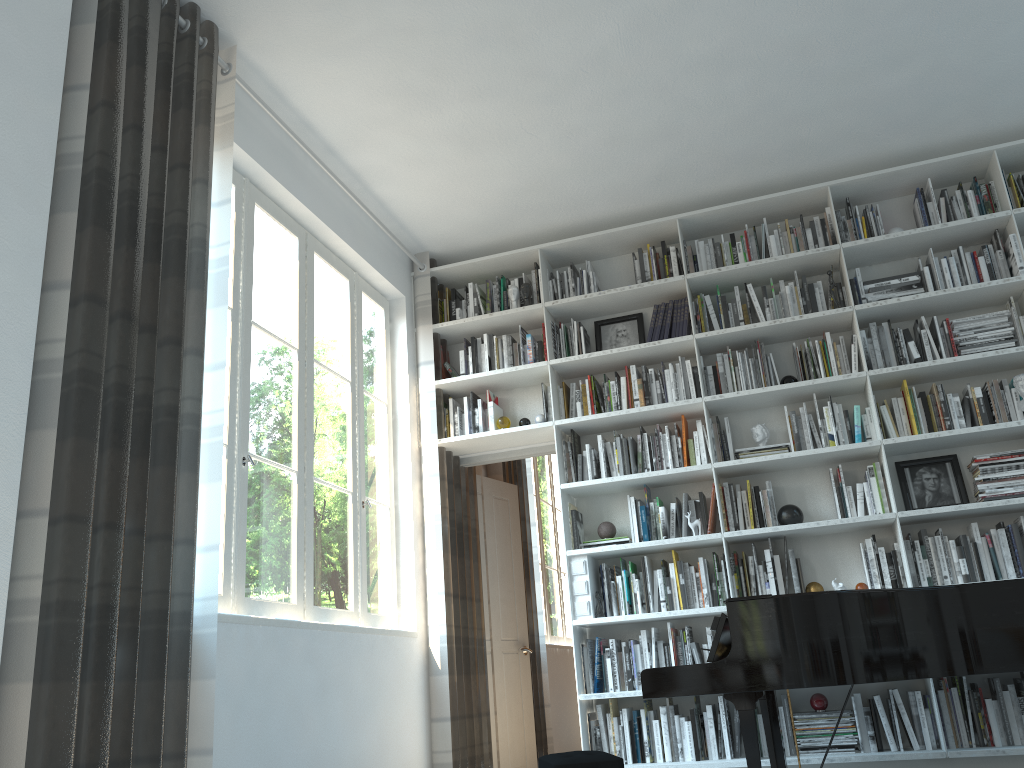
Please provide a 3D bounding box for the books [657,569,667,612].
[{"bbox_3d":[0.819,1.121,4.771,0.027,0.229,0.159,-10,-19,16],"label":"books"}]

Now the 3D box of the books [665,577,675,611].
[{"bbox_3d":[0.857,1.134,4.742,0.029,0.181,0.190,-10,-20,16],"label":"books"}]

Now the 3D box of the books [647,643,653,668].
[{"bbox_3d":[0.747,1.493,4.695,0.012,0.232,0.149,-10,-19,16],"label":"books"}]

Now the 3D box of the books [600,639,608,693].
[{"bbox_3d":[0.507,1.515,4.770,0.010,0.272,0.150,-10,-19,16],"label":"books"}]

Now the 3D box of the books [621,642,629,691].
[{"bbox_3d":[0.622,1.510,4.743,0.022,0.247,0.134,-10,-19,16],"label":"books"}]

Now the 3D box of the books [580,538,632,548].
[{"bbox_3d":[0.537,0.891,4.944,0.285,0.012,0.160,-11,-20,20],"label":"books"}]

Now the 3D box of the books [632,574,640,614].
[{"bbox_3d":[0.685,1.146,4.799,0.015,0.218,0.190,-10,-19,16],"label":"books"}]

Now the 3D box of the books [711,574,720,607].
[{"bbox_3d":[1.079,1.102,4.696,0.041,0.181,0.142,-10,-19,16],"label":"books"}]

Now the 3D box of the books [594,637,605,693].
[{"bbox_3d":[0.470,1.509,4.762,0.052,0.282,0.173,-10,-19,16],"label":"books"}]

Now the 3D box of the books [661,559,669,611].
[{"bbox_3d":[0.836,1.093,4.772,0.014,0.281,0.150,-10,-19,16],"label":"books"}]

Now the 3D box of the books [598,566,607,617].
[{"bbox_3d":[0.512,1.153,4.882,0.008,0.284,0.160,-10,-19,16],"label":"books"}]

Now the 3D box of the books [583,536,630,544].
[{"bbox_3d":[0.538,0.882,4.954,0.254,0.012,0.161,-10,-20,17],"label":"books"}]

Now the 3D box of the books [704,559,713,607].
[{"bbox_3d":[1.051,1.069,4.716,0.013,0.259,0.143,-10,-19,16],"label":"books"}]

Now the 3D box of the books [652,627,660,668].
[{"bbox_3d":[0.762,1.448,4.681,0.039,0.306,0.173,-10,-19,16],"label":"books"}]

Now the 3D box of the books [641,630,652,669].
[{"bbox_3d":[0.726,1.464,4.709,0.027,0.298,0.142,-10,-19,16],"label":"books"}]

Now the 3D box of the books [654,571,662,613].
[{"bbox_3d":[0.790,1.132,4.796,0.045,0.229,0.138,-10,-19,16],"label":"books"}]

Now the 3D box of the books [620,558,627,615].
[{"bbox_3d":[0.623,1.115,4.842,0.006,0.314,0.146,-10,-19,16],"label":"books"}]

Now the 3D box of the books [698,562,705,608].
[{"bbox_3d":[1.020,1.081,4.722,0.010,0.245,0.160,-10,-19,16],"label":"books"}]

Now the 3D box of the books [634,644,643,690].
[{"bbox_3d":[0.686,1.500,4.698,0.028,0.228,0.158,-10,-19,16],"label":"books"}]

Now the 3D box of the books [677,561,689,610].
[{"bbox_3d":[0.923,1.085,4.734,0.028,0.259,0.181,-10,-19,16],"label":"books"}]

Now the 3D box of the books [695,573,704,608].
[{"bbox_3d":[1.007,1.109,4.722,0.023,0.193,0.140,-10,-19,16],"label":"books"}]

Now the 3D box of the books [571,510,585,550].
[{"bbox_3d":[0.376,0.844,5.014,0.028,0.242,0.157,-10,-19,16],"label":"books"}]

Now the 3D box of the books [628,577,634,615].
[{"bbox_3d":[0.664,1.163,4.830,0.016,0.210,0.146,-10,-19,16],"label":"books"}]

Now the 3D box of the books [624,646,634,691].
[{"bbox_3d":[0.635,1.508,4.702,0.028,0.222,0.189,-10,-19,16],"label":"books"}]

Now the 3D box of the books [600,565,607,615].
[{"bbox_3d":[0.522,1.149,4.878,0.016,0.288,0.153,-10,-19,16],"label":"books"}]

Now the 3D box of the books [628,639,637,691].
[{"bbox_3d":[0.654,1.490,4.703,0.013,0.256,0.190,-10,-19,16],"label":"books"}]

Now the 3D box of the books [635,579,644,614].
[{"bbox_3d":[0.700,1.157,4.786,0.016,0.188,0.184,-10,-20,16],"label":"books"}]

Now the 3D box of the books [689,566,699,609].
[{"bbox_3d":[0.982,1.096,4.732,0.025,0.228,0.153,-10,-19,16],"label":"books"}]

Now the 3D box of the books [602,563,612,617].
[{"bbox_3d":[0.534,1.142,4.868,0.014,0.293,0.172,-10,-19,16],"label":"books"}]

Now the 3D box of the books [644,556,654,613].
[{"bbox_3d":[0.755,1.095,4.799,0.012,0.305,0.190,-10,-19,16],"label":"books"}]

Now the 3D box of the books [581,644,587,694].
[{"bbox_3d":[0.410,1.541,4.796,0.012,0.253,0.161,-10,-19,16],"label":"books"}]

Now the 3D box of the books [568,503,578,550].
[{"bbox_3d":[0.358,0.830,5.036,0.012,0.284,0.160,-10,-19,16],"label":"books"}]

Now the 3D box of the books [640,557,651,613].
[{"bbox_3d":[0.736,1.097,4.792,0.019,0.299,0.180,-10,-19,16],"label":"books"}]

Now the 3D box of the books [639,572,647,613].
[{"bbox_3d":[0.725,1.144,4.819,0.016,0.230,0.136,-10,-19,16],"label":"books"}]

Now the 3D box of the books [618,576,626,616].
[{"bbox_3d":[0.614,1.160,4.821,0.015,0.216,0.180,-10,-19,16],"label":"books"}]

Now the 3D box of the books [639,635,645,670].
[{"bbox_3d":[0.710,1.481,4.717,0.013,0.272,0.146,-10,-19,16],"label":"books"}]

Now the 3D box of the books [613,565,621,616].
[{"bbox_3d":[0.589,1.137,4.844,0.008,0.278,0.165,-10,-19,16],"label":"books"}]

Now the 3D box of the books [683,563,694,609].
[{"bbox_3d":[0.952,1.087,4.729,0.028,0.248,0.159,-10,-19,16],"label":"books"}]

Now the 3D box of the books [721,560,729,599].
[{"bbox_3d":[1.132,1.060,4.676,0.010,0.239,0.175,-10,-19,16],"label":"books"}]

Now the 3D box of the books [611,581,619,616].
[{"bbox_3d":[0.573,1.176,4.814,0.019,0.188,0.194,-10,-20,16],"label":"books"}]

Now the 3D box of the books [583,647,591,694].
[{"bbox_3d":[0.426,1.541,4.776,0.029,0.238,0.155,-10,-19,16],"label":"books"}]

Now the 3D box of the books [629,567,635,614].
[{"bbox_3d":[0.670,1.127,4.829,0.009,0.277,0.158,-10,-19,16],"label":"books"}]

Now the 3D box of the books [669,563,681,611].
[{"bbox_3d":[0.883,1.098,4.756,0.026,0.253,0.177,-10,-19,16],"label":"books"}]

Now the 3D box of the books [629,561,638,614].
[{"bbox_3d":[0.670,1.115,4.807,0.007,0.285,0.183,-10,-19,16],"label":"books"}]

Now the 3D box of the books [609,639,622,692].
[{"bbox_3d":[0.565,1.503,4.737,0.029,0.265,0.172,-10,-19,16],"label":"books"}]

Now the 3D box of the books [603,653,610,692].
[{"bbox_3d":[0.526,1.548,4.754,0.024,0.197,0.148,-10,-19,16],"label":"books"}]

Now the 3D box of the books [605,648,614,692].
[{"bbox_3d":[0.540,1.527,4.731,0.022,0.220,0.188,-10,-19,16],"label":"books"}]

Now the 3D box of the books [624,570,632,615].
[{"bbox_3d":[0.641,1.140,4.810,0.009,0.243,0.185,-10,-19,16],"label":"books"}]

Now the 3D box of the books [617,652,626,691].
[{"bbox_3d":[0.600,1.536,4.738,0.025,0.199,0.137,-10,-19,16],"label":"books"}]

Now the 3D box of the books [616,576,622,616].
[{"bbox_3d":[0.604,1.166,4.837,0.015,0.217,0.177,-10,-19,16],"label":"books"}]

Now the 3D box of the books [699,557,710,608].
[{"bbox_3d":[1.029,1.064,4.705,0.021,0.264,0.186,-10,-19,16],"label":"books"}]

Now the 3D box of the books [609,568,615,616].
[{"bbox_3d":[0.563,1.147,4.844,0.007,0.263,0.177,-10,-19,16],"label":"books"}]

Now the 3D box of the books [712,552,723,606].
[{"bbox_3d":[1.095,1.042,4.687,0.014,0.285,0.180,-10,-19,16],"label":"books"}]

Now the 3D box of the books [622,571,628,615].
[{"bbox_3d":[0.635,1.147,4.826,0.014,0.242,0.171,-10,-19,16],"label":"books"}]

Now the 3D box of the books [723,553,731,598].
[{"bbox_3d":[1.154,1.045,4.698,0.024,0.279,0.136,-10,-19,16],"label":"books"}]

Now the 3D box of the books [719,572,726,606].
[{"bbox_3d":[1.127,1.096,4.696,0.023,0.186,0.130,-10,-19,16],"label":"books"}]

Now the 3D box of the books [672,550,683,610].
[{"bbox_3d":[0.900,1.062,4.758,0.021,0.321,0.172,-10,-19,16],"label":"books"}]

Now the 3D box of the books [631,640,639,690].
[{"bbox_3d":[0.664,1.489,4.695,0.010,0.251,0.178,-10,-19,16],"label":"books"}]

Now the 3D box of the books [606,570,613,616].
[{"bbox_3d":[0.556,1.159,4.865,0.022,0.256,0.142,-10,-19,16],"label":"books"}]

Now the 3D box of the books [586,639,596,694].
[{"bbox_3d":[0.438,1.515,4.762,0.011,0.276,0.190,-10,-19,16],"label":"books"}]
